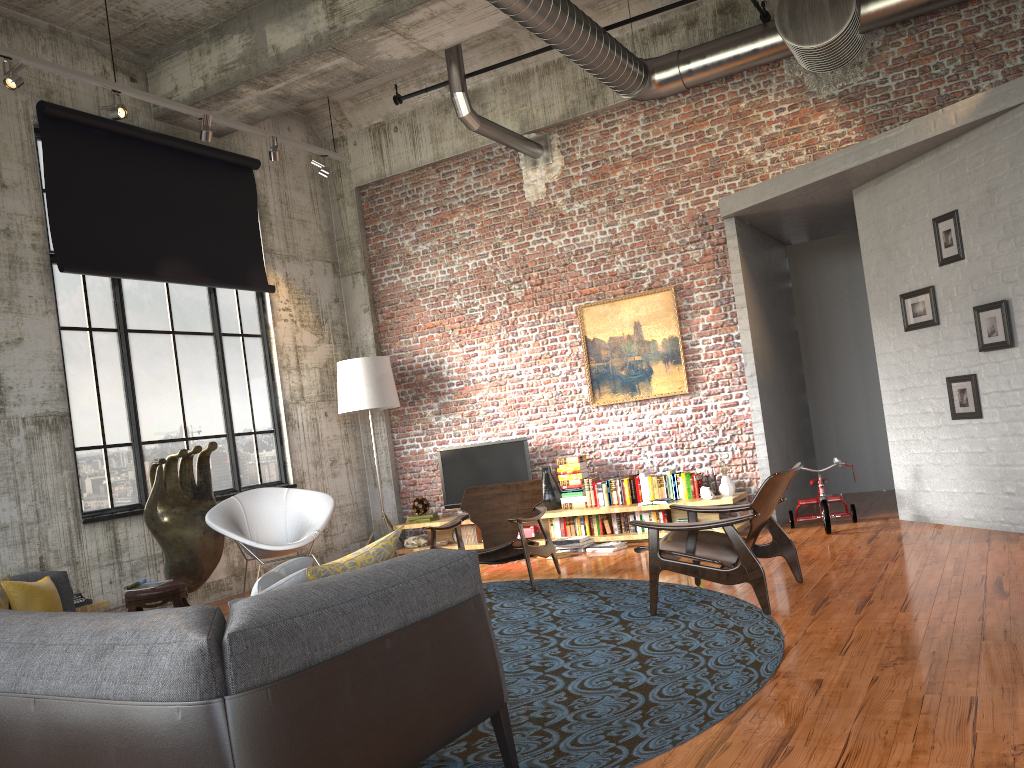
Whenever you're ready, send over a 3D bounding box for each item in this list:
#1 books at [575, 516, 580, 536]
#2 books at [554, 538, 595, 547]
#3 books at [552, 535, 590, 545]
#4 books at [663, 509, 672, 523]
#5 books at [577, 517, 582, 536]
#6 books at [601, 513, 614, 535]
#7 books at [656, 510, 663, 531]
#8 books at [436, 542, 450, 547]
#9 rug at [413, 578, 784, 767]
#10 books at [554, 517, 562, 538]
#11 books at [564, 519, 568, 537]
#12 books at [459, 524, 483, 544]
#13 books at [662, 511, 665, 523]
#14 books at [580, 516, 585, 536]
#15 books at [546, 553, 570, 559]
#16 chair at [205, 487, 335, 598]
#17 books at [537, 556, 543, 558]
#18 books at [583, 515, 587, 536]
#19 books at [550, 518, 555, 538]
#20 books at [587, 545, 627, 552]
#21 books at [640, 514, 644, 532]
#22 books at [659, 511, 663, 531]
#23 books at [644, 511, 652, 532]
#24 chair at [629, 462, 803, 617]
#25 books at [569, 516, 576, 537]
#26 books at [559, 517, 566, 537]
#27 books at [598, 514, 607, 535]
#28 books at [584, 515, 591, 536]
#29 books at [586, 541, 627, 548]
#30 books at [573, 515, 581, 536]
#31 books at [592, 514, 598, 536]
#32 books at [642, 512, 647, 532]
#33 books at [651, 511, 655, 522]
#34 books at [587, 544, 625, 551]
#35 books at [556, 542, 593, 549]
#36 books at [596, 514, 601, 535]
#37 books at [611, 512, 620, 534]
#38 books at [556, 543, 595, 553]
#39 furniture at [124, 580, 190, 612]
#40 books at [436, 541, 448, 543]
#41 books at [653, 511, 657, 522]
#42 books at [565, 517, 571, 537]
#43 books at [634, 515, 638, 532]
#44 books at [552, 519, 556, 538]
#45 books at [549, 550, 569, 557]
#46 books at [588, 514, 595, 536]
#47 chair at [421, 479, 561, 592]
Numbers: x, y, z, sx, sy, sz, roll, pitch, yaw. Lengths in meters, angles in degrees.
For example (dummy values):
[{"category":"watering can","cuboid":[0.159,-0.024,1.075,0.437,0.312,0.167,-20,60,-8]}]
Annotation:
[{"category":"books","cuboid":[0.695,1.448,9.016,0.024,0.193,0.139,-8,-2,29]},{"category":"books","cuboid":[0.598,1.530,8.551,0.321,0.028,0.262,-10,-4,39]},{"category":"books","cuboid":[0.572,1.503,8.535,0.297,0.035,0.236,-9,-3,31]},{"category":"books","cuboid":[1.511,1.314,8.574,0.026,0.191,0.138,-8,-2,29]},{"category":"books","cuboid":[0.716,1.445,9.007,0.023,0.193,0.139,-8,-2,29]},{"category":"books","cuboid":[0.969,1.374,8.868,0.088,0.255,0.152,-8,-2,29]},{"category":"books","cuboid":[1.446,1.325,8.614,0.026,0.191,0.138,-8,-2,29]},{"category":"books","cuboid":[-0.784,1.778,9.786,0.211,0.020,0.163,-7,-3,-4]},{"category":"rug","cuboid":[-0.943,1.639,5.106,4.841,0.009,4.856,-7,-3,-15]},{"category":"books","cuboid":[0.504,1.453,9.135,0.057,0.246,0.171,-8,-2,29]},{"category":"books","cuboid":[0.582,1.467,9.089,0.024,0.193,0.139,-8,-2,29]},{"category":"books","cuboid":[-0.439,1.625,9.626,0.233,0.218,0.173,-9,-2,29]},{"category":"books","cuboid":[1.493,1.318,8.586,0.019,0.189,0.120,-8,-2,29]},{"category":"books","cuboid":[0.743,1.437,8.999,0.032,0.200,0.145,-8,-2,29]},{"category":"books","cuboid":[0.430,1.607,8.292,0.182,0.030,0.129,-5,-4,-39]},{"category":"chair","cuboid":[-1.923,1.364,7.274,1.056,1.029,0.808,-7,-2,-22]},{"category":"books","cuboid":[0.336,1.639,8.480,0.134,0.012,0.189,-9,-3,27]},{"category":"books","cuboid":[0.775,1.423,8.995,0.030,0.219,0.158,-8,-2,29]},{"category":"books","cuboid":[0.445,1.477,9.155,0.022,0.217,0.138,-8,-2,29]},{"category":"books","cuboid":[0.896,1.554,8.377,0.314,0.017,0.231,-11,-4,44]},{"category":"books","cuboid":[1.294,1.362,8.701,0.020,0.168,0.121,-8,-2,29]},{"category":"books","cuboid":[1.474,1.326,8.604,0.034,0.181,0.131,-8,-2,29]},{"category":"books","cuboid":[1.348,1.344,8.667,0.043,0.185,0.129,-8,-2,29]},{"category":"chair","cuboid":[1.329,0.958,5.566,1.045,0.792,0.874,-9,-3,30]},{"category":"books","cuboid":[0.645,1.447,9.050,0.049,0.213,0.148,-8,-2,29]},{"category":"books","cuboid":[0.547,1.443,9.106,0.046,0.252,0.152,-8,-2,29]},{"category":"books","cuboid":[0.920,1.398,8.886,0.030,0.219,0.158,-8,-2,29]},{"category":"books","cuboid":[0.791,1.419,8.963,0.030,0.219,0.158,-8,-2,29]},{"category":"books","cuboid":[0.894,1.522,8.387,0.311,0.014,0.250,-10,-4,35]},{"category":"books","cuboid":[0.677,1.440,9.034,0.022,0.217,0.138,-8,-2,29]},{"category":"books","cuboid":[0.867,1.413,8.920,0.039,0.208,0.151,-8,-2,29]},{"category":"books","cuboid":[1.323,1.351,8.701,0.034,0.181,0.131,-8,-2,29]},{"category":"books","cuboid":[1.402,1.332,8.638,0.026,0.191,0.138,-8,-2,29]},{"category":"books","cuboid":[0.889,1.538,8.381,0.307,0.017,0.231,-9,-3,27]},{"category":"books","cuboid":[0.610,1.559,8.586,0.300,0.028,0.236,-9,-3,27]},{"category":"books","cuboid":[0.899,1.402,8.908,0.030,0.219,0.158,-8,-2,29]},{"category":"books","cuboid":[1.053,1.378,8.845,0.050,0.214,0.149,-8,-2,29]},{"category":"books","cuboid":[0.627,1.591,8.587,0.321,0.040,0.236,-9,-3,31]},{"category":"furniture","cuboid":[-2.542,1.680,6.385,0.431,0.476,0.433,-7,-2,-16]},{"category":"books","cuboid":[-0.777,1.740,9.771,0.113,0.016,0.115,-5,-4,-37]},{"category":"books","cuboid":[1.422,1.329,8.623,0.026,0.191,0.138,-8,-2,29]},{"category":"books","cuboid":[0.606,1.456,9.069,0.039,0.208,0.151,-8,-2,29]},{"category":"books","cuboid":[1.241,1.370,8.730,0.020,0.168,0.121,-8,-2,29]},{"category":"books","cuboid":[0.468,1.486,9.147,0.023,0.193,0.139,-8,-2,29]},{"category":"books","cuboid":[0.423,1.581,8.294,0.189,0.022,0.134,-7,-3,-10]},{"category":"books","cuboid":[0.836,1.410,8.960,0.052,0.225,0.156,-8,-2,29]},{"category":"chair","cuboid":[-0.163,1.245,7.192,0.876,0.792,1.043,-8,-2,19]}]
